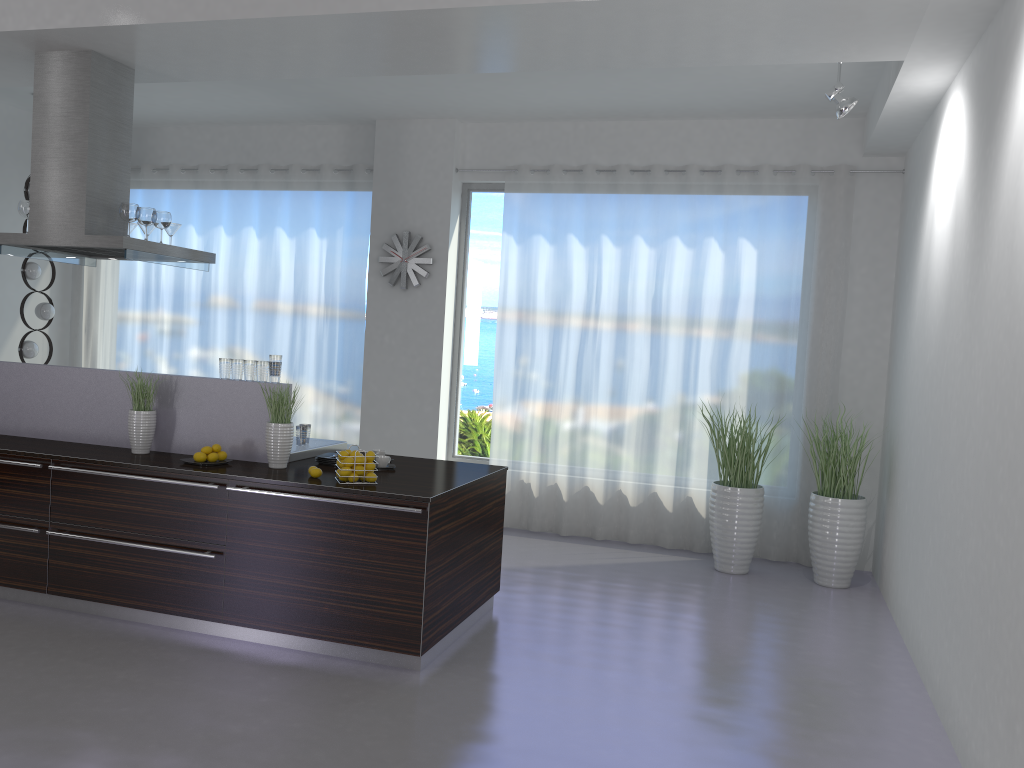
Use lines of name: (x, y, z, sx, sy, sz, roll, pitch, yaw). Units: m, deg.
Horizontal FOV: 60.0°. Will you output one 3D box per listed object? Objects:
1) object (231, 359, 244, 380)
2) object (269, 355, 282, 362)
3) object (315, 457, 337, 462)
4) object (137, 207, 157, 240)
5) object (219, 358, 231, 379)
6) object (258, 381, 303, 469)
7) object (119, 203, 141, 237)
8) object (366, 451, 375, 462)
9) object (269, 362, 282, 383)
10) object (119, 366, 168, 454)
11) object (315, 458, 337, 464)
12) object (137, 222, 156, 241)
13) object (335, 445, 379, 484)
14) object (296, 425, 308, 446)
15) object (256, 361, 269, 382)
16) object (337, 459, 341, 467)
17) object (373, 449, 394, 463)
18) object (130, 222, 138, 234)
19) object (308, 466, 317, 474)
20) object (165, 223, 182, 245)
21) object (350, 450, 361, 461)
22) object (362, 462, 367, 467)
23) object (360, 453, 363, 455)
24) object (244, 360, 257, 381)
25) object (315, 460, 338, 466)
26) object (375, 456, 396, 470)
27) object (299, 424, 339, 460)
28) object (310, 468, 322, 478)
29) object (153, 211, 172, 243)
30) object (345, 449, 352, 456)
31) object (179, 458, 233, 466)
object: (-1.563, -0.081, 5.048, 0.071, 0.119, 0.072, 2, 3, -34)
object: (-1.329, -0.103, 4.979, 0.071, 0.119, 0.072, 2, 3, -34)
object: (-0.991, 0.430, 5.083, 0.232, 0.020, 0.232, 4, 3, 20)
object: (-2.325, -1.007, 5.639, 0.125, 0.221, 0.125, 6, 3, 41)
object: (-1.640, -0.087, 5.071, 0.072, 0.119, 0.071, 2, 3, -24)
object: (-1.250, 0.204, 4.782, 0.269, 0.502, 0.247, 2, 3, -31)
object: (-2.369, -1.003, 5.487, 0.125, 0.221, 0.125, 6, 3, 41)
object: (-0.722, 0.370, 4.515, 0.050, 0.060, 0.059, 4, 3, 16)
object: (-1.331, -0.064, 4.980, 0.071, 0.119, 0.072, 2, 3, -34)
object: (-2.109, 0.143, 5.007, 0.269, 0.502, 0.247, 4, 3, 17)
object: (-0.992, 0.440, 5.084, 0.232, 0.020, 0.232, 5, 3, 25)
object: (-2.499, -1.013, 6.074, 0.137, 0.174, 0.137, 3, 3, -19)
object: (-0.791, 0.408, 4.517, 0.189, 0.174, 0.207, 3, 3, -19)
object: (-1.272, 0.313, 5.359, 0.072, 0.119, 0.071, 4, 3, 16)
object: (-1.408, -0.070, 5.003, 0.071, 0.119, 0.072, 2, 3, -34)
object: (-0.875, 0.404, 4.557, 0.053, 0.051, 0.063, 3, 3, -15)
object: (-0.794, 0.429, 5.285, 0.153, 0.069, 0.153, 1, 3, -40)
object: (-2.664, -1.026, 6.138, 0.137, 0.174, 0.137, 3, 3, -19)
object: (-1.030, 0.452, 4.604, 0.053, 0.051, 0.063, 3, 3, -15)
object: (-2.318, -1.000, 6.021, 0.137, 0.174, 0.137, 3, 3, -19)
object: (-0.798, 0.364, 4.518, 0.051, 0.053, 0.063, 4, 3, 18)
object: (-0.759, 0.397, 4.532, 0.055, 0.051, 0.061, 4, 3, 11)
object: (-0.796, 0.381, 4.585, 0.063, 0.051, 0.053, 2, 3, -28)
object: (-1.486, -0.076, 5.026, 0.071, 0.119, 0.072, 2, 3, -34)
object: (-0.992, 0.450, 5.084, 0.232, 0.020, 0.232, 5, 3, 25)
object: (-0.734, 0.445, 5.020, 0.153, 0.069, 0.153, 3, 3, -10)
object: (-1.128, 0.343, 5.204, 0.646, 0.147, 0.269, 6, 3, 41)
object: (-1.004, 0.456, 4.545, 0.063, 0.051, 0.053, 4, 3, 20)
object: (-2.284, -1.010, 5.780, 0.125, 0.221, 0.125, 6, 3, 41)
object: (-0.846, 0.366, 4.567, 0.052, 0.060, 0.057, 4, 3, 4)
object: (-1.660, 0.420, 4.816, 0.232, 0.020, 0.232, 5, 3, 25)
